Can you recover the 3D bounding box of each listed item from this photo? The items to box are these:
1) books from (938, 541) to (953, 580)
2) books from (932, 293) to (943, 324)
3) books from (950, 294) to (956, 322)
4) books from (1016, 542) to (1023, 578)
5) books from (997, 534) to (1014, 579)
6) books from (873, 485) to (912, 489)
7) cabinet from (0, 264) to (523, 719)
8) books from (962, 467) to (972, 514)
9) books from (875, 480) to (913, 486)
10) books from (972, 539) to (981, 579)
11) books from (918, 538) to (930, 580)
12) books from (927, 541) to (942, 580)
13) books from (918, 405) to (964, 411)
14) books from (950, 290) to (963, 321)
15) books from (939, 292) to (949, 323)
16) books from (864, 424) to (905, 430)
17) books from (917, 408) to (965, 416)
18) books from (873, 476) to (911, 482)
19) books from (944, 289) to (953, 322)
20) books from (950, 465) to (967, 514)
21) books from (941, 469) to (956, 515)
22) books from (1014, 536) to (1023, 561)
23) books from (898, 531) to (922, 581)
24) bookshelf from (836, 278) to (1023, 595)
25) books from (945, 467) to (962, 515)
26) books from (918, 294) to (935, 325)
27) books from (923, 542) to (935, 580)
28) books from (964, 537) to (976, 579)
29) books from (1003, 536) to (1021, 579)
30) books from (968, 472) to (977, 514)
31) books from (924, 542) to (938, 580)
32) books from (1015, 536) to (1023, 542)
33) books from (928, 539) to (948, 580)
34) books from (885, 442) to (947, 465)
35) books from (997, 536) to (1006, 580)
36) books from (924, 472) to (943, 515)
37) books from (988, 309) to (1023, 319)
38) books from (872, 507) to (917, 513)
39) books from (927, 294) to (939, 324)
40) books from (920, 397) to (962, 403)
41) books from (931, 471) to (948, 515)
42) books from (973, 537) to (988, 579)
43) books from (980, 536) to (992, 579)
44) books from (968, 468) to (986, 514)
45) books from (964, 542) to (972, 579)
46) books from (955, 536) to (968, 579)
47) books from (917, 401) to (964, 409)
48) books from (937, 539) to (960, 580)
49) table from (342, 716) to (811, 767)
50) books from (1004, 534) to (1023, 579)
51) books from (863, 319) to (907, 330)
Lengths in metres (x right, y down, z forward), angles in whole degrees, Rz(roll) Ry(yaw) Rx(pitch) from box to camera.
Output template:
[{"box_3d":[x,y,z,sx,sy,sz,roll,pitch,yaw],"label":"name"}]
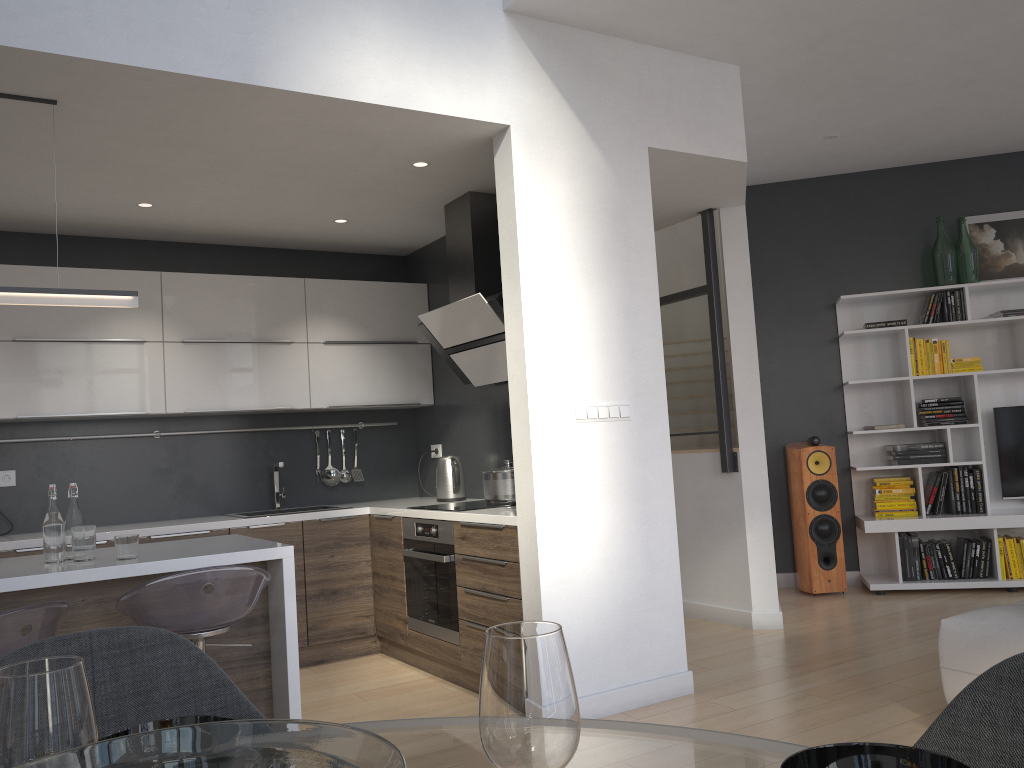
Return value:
[{"box_3d":[2.916,1.189,5.998,0.066,0.242,0.177,-5,-4,13],"label":"books"},{"box_3d":[2.953,-0.515,6.179,0.074,0.212,0.154,-5,-4,13],"label":"books"},{"box_3d":[3.048,-0.517,6.157,0.021,0.200,0.147,-5,-4,14],"label":"books"},{"box_3d":[3.347,1.160,5.867,0.042,0.230,0.156,-5,-4,12],"label":"books"},{"box_3d":[3.266,1.145,5.901,0.048,0.271,0.213,-5,-4,14],"label":"books"},{"box_3d":[2.669,0.717,6.221,0.238,0.023,0.167,-6,-5,29],"label":"books"},{"box_3d":[-2.039,0.293,3.773,4.694,2.501,2.402,-1,-5,-31],"label":"cabinet"},{"box_3d":[3.100,0.727,6.094,0.034,0.315,0.239,-5,-4,14],"label":"books"},{"box_3d":[2.675,0.692,6.217,0.234,0.024,0.171,-5,-4,18],"label":"books"},{"box_3d":[3.100,1.174,5.961,0.071,0.243,0.179,-5,-4,13],"label":"books"},{"box_3d":[2.786,1.188,6.045,0.053,0.268,0.202,-5,-4,13],"label":"books"},{"box_3d":[2.858,1.193,6.008,0.050,0.242,0.169,-5,-4,13],"label":"books"},{"box_3d":[2.969,0.168,6.150,0.264,0.020,0.189,-5,-4,17],"label":"books"},{"box_3d":[3.076,-0.528,6.152,0.038,0.218,0.169,-5,-4,14],"label":"books"},{"box_3d":[3.000,-0.522,6.169,0.021,0.221,0.156,-5,-4,14],"label":"books"},{"box_3d":[2.611,0.303,6.219,0.209,0.030,0.266,-4,-4,7],"label":"books"},{"box_3d":[2.970,0.193,6.144,0.284,0.030,0.214,-5,-4,22],"label":"books"},{"box_3d":[2.669,0.670,6.244,0.234,0.024,0.171,-5,-4,18],"label":"books"},{"box_3d":[3.024,-0.529,6.169,0.025,0.232,0.176,-5,-4,14],"label":"books"},{"box_3d":[3.071,0.723,6.101,0.026,0.326,0.237,-5,-4,14],"label":"books"},{"box_3d":[3.007,0.742,6.107,0.028,0.301,0.213,-5,-4,14],"label":"books"},{"box_3d":[3.368,1.146,5.868,0.041,0.252,0.180,-5,-4,14],"label":"books"},{"box_3d":[2.699,1.173,6.072,0.128,0.321,0.259,-5,-4,14],"label":"books"},{"box_3d":[3.836,0.291,5.855,3.000,2.052,0.455,-5,-4,14],"label":"bookshelf"},{"box_3d":[3.039,0.731,6.105,0.034,0.314,0.237,-5,-4,14],"label":"books"},{"box_3d":[2.895,-0.511,6.200,0.096,0.213,0.166,-5,-4,12],"label":"books"},{"box_3d":[2.817,1.201,6.033,0.053,0.240,0.189,-5,-4,14],"label":"books"},{"box_3d":[3.078,1.172,5.980,0.075,0.254,0.192,-5,-4,13],"label":"books"},{"box_3d":[3.303,1.149,5.898,0.066,0.258,0.198,-5,-4,14],"label":"books"},{"box_3d":[3.132,0.743,6.078,0.028,0.272,0.200,-5,-4,14],"label":"books"},{"box_3d":[2.839,1.199,6.020,0.049,0.236,0.170,-5,-4,14],"label":"books"},{"box_3d":[3.395,1.145,5.872,0.055,0.252,0.185,-5,-4,12],"label":"books"},{"box_3d":[2.889,1.187,6.013,0.066,0.255,0.193,-5,-4,13],"label":"books"},{"box_3d":[2.815,0.487,6.192,0.343,0.137,0.277,-5,-4,14],"label":"books"},{"box_3d":[3.224,1.147,5.890,0.029,0.270,0.204,-5,-4,14],"label":"books"},{"box_3d":[2.898,0.758,6.149,0.142,0.284,0.232,-5,-4,13],"label":"books"},{"box_3d":[3.463,-0.474,6.064,0.310,0.047,0.250,-4,-4,9],"label":"books"},{"box_3d":[2.670,0.877,6.194,0.269,0.025,0.213,-5,-4,17],"label":"books"},{"box_3d":[2.928,-0.512,6.198,0.087,0.214,0.171,-5,-4,14],"label":"books"},{"box_3d":[2.969,0.114,6.145,0.246,0.026,0.180,-5,-4,21],"label":"books"},{"box_3d":[2.943,0.750,6.120,0.100,0.289,0.210,-5,-4,13],"label":"books"},{"box_3d":[3.140,1.168,5.964,0.084,0.249,0.191,-5,-4,14],"label":"books"},{"box_3d":[3.172,1.161,5.957,0.066,0.260,0.197,-5,-4,14],"label":"books"},{"box_3d":[3.170,0.729,6.071,0.051,0.297,0.230,-5,-4,14],"label":"books"},{"box_3d":[3.048,1.179,5.961,0.069,0.242,0.172,-5,-4,14],"label":"books"},{"box_3d":[3.033,1.173,5.994,0.066,0.260,0.197,-5,-4,14],"label":"books"},{"box_3d":[2.976,0.143,6.169,0.284,0.030,0.214,-5,-4,22],"label":"books"},{"box_3d":[2.950,1.183,5.993,0.083,0.249,0.191,-5,-4,14],"label":"books"},{"box_3d":[-0.151,0.797,0.468,1.499,0.764,1.499,0,-5,-42],"label":"table"},{"box_3d":[3.332,1.143,5.890,0.038,0.267,0.202,-5,-4,14],"label":"books"},{"box_3d":[2.624,-0.407,6.245,0.268,0.046,0.208,-5,-4,17],"label":"books"}]
